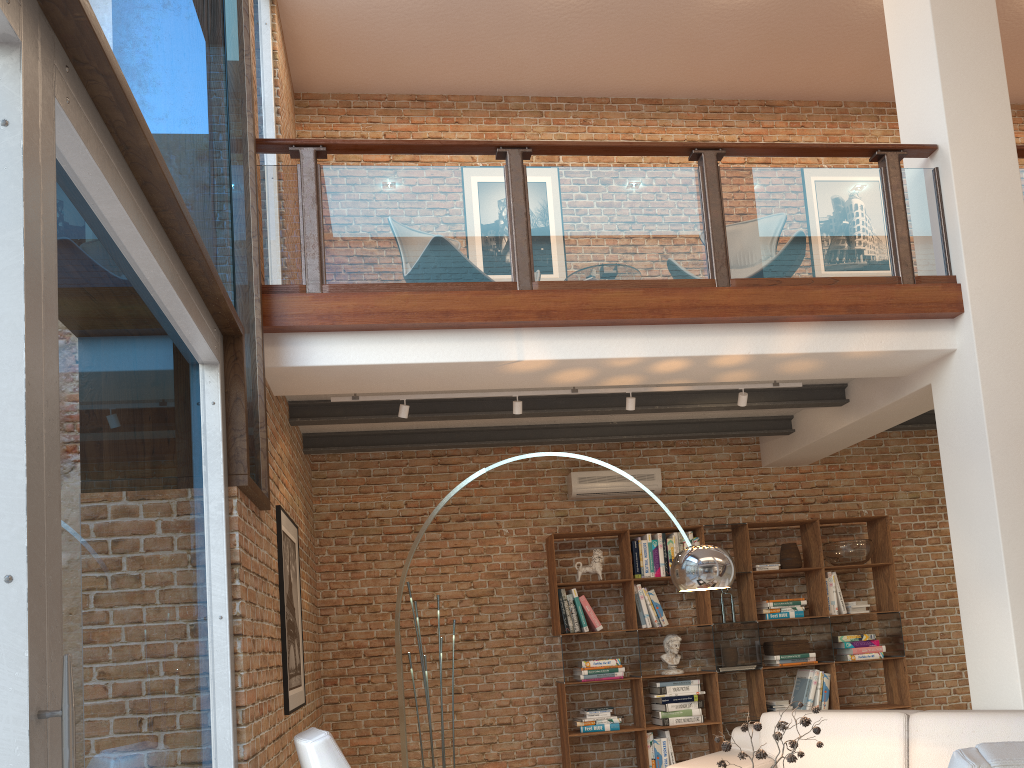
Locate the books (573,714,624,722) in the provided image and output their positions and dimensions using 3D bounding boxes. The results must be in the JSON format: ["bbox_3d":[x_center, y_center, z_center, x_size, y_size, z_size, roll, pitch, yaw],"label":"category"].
[{"bbox_3d":[0.726,2.826,7.379,0.379,0.018,0.253,0,-17,-15],"label":"books"}]

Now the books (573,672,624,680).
[{"bbox_3d":[0.731,2.480,7.420,0.379,0.035,0.253,0,-17,-13],"label":"books"}]

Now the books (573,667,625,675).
[{"bbox_3d":[0.740,2.442,7.418,0.379,0.035,0.253,0,-17,-14],"label":"books"}]

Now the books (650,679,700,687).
[{"bbox_3d":[1.395,2.575,7.510,0.379,0.035,0.253,-2,-16,-8],"label":"books"}]

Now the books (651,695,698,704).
[{"bbox_3d":[1.388,2.695,7.467,0.326,0.054,0.264,0,-16,-13],"label":"books"}]

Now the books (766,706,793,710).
[{"bbox_3d":[2.318,2.827,7.623,0.171,0.018,0.245,0,-17,-15],"label":"books"}]

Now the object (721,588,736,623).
[{"bbox_3d":[1.869,1.883,7.599,0.121,0.387,0.063,-3,-7,-5],"label":"object"}]

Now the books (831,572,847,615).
[{"bbox_3d":[2.875,1.879,7.808,0.101,0.372,0.251,-3,-10,-8],"label":"books"}]

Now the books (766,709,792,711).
[{"bbox_3d":[2.314,2.838,7.614,0.156,0.008,0.252,0,-17,-13],"label":"books"}]

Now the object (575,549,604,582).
[{"bbox_3d":[0.665,1.553,7.478,0.252,0.274,0.134,-4,-8,0],"label":"object"}]

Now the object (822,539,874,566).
[{"bbox_3d":[3.023,1.529,7.836,0.446,0.212,0.444,-13,-17,32],"label":"object"}]

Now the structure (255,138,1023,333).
[{"bbox_3d":[4.042,-0.676,1.295,10.142,4.002,14.373,-2,-16,-8],"label":"structure"}]

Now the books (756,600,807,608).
[{"bbox_3d":[2.368,1.946,7.698,0.379,0.035,0.253,0,-17,-14],"label":"books"}]

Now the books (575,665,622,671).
[{"bbox_3d":[0.733,2.421,7.441,0.355,0.020,0.282,-1,-17,-9],"label":"books"}]

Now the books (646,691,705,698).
[{"bbox_3d":[1.400,2.661,7.486,0.444,0.020,0.282,-2,-17,-8],"label":"books"}]

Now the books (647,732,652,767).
[{"bbox_3d":[1.129,3.142,7.395,0.036,0.371,0.251,-3,-10,-8],"label":"books"}]

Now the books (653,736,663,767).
[{"bbox_3d":[1.212,3.168,7.411,0.057,0.319,0.263,-3,-10,-8],"label":"books"}]

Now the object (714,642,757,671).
[{"bbox_3d":[1.900,2.363,7.566,0.335,0.225,0.294,-2,-13,-8],"label":"object"}]

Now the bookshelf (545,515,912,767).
[{"bbox_3d":[1.894,2.322,7.587,3.030,2.135,0.375,-2,-7,-8],"label":"bookshelf"}]

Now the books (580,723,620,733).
[{"bbox_3d":[0.736,2.898,7.373,0.326,0.054,0.264,-5,-16,2],"label":"books"}]

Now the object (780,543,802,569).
[{"bbox_3d":[2.462,1.528,7.716,0.197,0.225,0.196,-13,-14,38],"label":"object"}]

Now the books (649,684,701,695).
[{"bbox_3d":[1.403,2.625,7.509,0.379,0.062,0.253,0,-16,-14],"label":"books"}]

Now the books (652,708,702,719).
[{"bbox_3d":[1.408,2.819,7.483,0.362,0.054,0.293,-2,-16,-6],"label":"books"}]

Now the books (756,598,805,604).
[{"bbox_3d":[2.361,1.925,7.721,0.355,0.020,0.282,-1,-17,-9],"label":"books"}]

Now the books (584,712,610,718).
[{"bbox_3d":[0.720,2.808,7.405,0.205,0.033,0.137,-2,-16,-8],"label":"books"}]

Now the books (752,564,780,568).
[{"bbox_3d":[2.215,1.608,7.683,0.236,0.018,0.177,0,-17,-15],"label":"books"}]

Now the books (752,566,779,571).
[{"bbox_3d":[2.223,1.631,7.674,0.205,0.033,0.137,-2,-16,-8],"label":"books"}]

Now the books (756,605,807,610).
[{"bbox_3d":[2.367,1.975,7.704,0.379,0.018,0.253,0,-17,-15],"label":"books"}]

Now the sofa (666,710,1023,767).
[{"bbox_3d":[2.090,2.167,4.677,2.383,0.731,1.158,-18,-19,41],"label":"sofa"}]

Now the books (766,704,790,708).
[{"bbox_3d":[2.299,2.807,7.612,0.162,0.016,0.261,-2,-17,-8],"label":"books"}]

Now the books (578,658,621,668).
[{"bbox_3d":[0.739,2.383,7.444,0.326,0.054,0.264,-2,-16,-6],"label":"books"}]

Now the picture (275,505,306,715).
[{"bbox_3d":[-1.354,1.403,5.361,0.027,1.158,0.943,-3,-10,-8],"label":"picture"}]

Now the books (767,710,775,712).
[{"bbox_3d":[2.302,2.850,7.607,0.162,0.016,0.261,0,-17,-13],"label":"books"}]

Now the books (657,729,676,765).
[{"bbox_3d":[1.326,3.142,7.446,0.079,0.373,0.251,-3,-10,-8],"label":"books"}]

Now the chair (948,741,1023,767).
[{"bbox_3d":[1.317,1.399,2.295,1.030,0.984,1.001,-6,-12,8],"label":"chair"}]

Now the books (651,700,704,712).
[{"bbox_3d":[1.417,2.756,7.475,0.380,0.062,0.253,2,-17,-21],"label":"books"}]

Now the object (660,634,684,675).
[{"bbox_3d":[1.373,2.332,7.526,0.196,0.339,0.199,-5,-9,7],"label":"object"}]

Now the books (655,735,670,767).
[{"bbox_3d":[1.269,3.164,7.413,0.055,0.319,0.263,-3,-10,-8],"label":"books"}]

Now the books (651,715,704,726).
[{"bbox_3d":[1.416,2.871,7.458,0.379,0.062,0.253,0,-16,-13],"label":"books"}]

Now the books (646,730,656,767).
[{"bbox_3d":[1.163,3.146,7.416,0.036,0.371,0.251,-3,-10,-8],"label":"books"}]

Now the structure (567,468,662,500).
[{"bbox_3d":[0.912,0.893,7.768,0.811,0.212,0.207,-2,-11,-8],"label":"structure"}]

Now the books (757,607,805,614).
[{"bbox_3d":[2.352,2.005,7.709,0.379,0.035,0.253,-2,-16,-8],"label":"books"}]

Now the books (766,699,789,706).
[{"bbox_3d":[2.309,2.784,7.621,0.132,0.033,0.213,0,-17,-13],"label":"books"}]

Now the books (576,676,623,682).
[{"bbox_3d":[0.741,2.509,7.424,0.355,0.020,0.282,-2,-17,-8],"label":"books"}]

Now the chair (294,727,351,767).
[{"bbox_3d":[-0.424,1.976,3.829,0.984,0.966,1.061,1,-13,-23],"label":"chair"}]

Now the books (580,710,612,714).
[{"bbox_3d":[0.712,2.785,7.414,0.236,0.018,0.177,0,-17,-15],"label":"books"}]

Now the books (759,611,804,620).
[{"bbox_3d":[2.377,2.047,7.698,0.326,0.054,0.264,-5,-16,2],"label":"books"}]

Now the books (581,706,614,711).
[{"bbox_3d":[0.721,2.754,7.397,0.252,0.016,0.168,-2,-16,-8],"label":"books"}]

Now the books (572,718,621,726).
[{"bbox_3d":[0.712,2.856,7.384,0.379,0.035,0.253,-2,-16,-8],"label":"books"}]

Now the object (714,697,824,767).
[{"bbox_3d":[1.156,1.638,3.719,0.545,0.588,0.325,4,-12,-37],"label":"object"}]

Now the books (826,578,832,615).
[{"bbox_3d":[2.750,1.902,7.766,0.055,0.319,0.263,-3,-10,-8],"label":"books"}]
